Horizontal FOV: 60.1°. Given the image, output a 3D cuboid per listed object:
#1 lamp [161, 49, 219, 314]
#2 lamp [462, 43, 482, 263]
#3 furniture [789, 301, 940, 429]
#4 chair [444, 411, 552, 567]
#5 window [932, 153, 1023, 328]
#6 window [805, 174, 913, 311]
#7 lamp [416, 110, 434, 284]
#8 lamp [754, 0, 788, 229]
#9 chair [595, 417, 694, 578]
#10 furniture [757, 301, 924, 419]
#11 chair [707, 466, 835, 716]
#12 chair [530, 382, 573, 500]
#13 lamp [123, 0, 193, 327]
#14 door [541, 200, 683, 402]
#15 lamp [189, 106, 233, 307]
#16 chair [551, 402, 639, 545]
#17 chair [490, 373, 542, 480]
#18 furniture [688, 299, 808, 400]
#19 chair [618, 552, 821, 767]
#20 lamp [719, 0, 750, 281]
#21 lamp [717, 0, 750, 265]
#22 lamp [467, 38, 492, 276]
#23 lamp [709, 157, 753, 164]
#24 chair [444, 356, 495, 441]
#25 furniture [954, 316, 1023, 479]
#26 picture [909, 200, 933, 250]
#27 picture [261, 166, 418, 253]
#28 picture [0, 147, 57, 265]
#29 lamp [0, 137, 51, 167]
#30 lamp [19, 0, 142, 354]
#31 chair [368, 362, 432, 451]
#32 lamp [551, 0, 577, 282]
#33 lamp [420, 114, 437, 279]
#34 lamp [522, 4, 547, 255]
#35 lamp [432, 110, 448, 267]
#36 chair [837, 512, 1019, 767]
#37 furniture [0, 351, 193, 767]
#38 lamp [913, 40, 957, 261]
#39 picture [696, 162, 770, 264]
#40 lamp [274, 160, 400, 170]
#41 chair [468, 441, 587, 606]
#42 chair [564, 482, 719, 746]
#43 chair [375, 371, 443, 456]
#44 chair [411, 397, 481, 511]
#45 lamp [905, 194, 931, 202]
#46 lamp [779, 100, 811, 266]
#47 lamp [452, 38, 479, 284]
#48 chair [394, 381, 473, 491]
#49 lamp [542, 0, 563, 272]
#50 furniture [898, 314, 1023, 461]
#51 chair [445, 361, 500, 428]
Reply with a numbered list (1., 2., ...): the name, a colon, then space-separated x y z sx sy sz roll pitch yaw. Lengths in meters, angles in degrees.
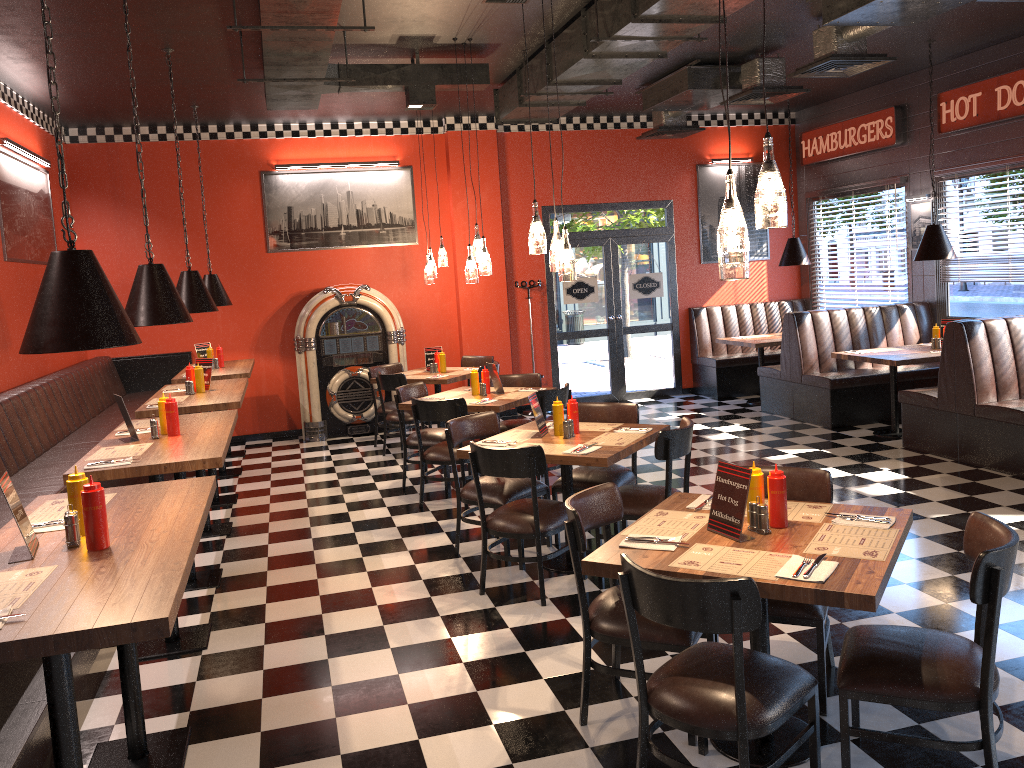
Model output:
1. lamp: -2.593 -1.576 6.940 0.382 2.036 0.383 -1 5 27
2. lamp: -0.339 -1.987 7.295 0.108 1.958 0.109 -1 6 32
3. furniture: 3.894 -0.236 9.348 1.711 1.150 0.708 -5 6 -14
4. chair: -0.110 0.644 5.694 0.544 0.864 0.488 1 7 39
5. window: 4.906 -1.360 8.667 0.127 1.707 2.034 -5 6 -14
6. window: 4.298 -1.616 10.972 0.127 1.707 2.034 -5 6 -14
7. lamp: -0.937 -2.031 9.294 0.109 1.958 0.108 -7 6 -33
8. lamp: 0.826 -1.508 2.958 0.108 1.958 0.109 -6 5 -23
9. chair: 0.802 0.653 5.151 0.544 0.864 0.488 -1 6 28
10. furniture: 3.714 -0.311 10.029 1.711 1.150 0.708 -5 6 -14
11. chair: 1.089 0.818 3.713 0.486 0.864 0.547 -1 6 25
12. chair: 0.213 0.445 7.081 0.544 0.864 0.488 0 7 34
13. lamp: -2.035 -1.342 4.825 0.382 2.036 0.383 -1 5 27
14. door: 1.322 -1.048 11.460 1.802 2.562 0.128 -5 5 -14
15. lamp: -3.163 -1.816 9.103 0.382 2.036 0.383 -1 5 27
16. chair: 0.576 0.581 5.828 0.486 0.864 0.547 -1 6 31
17. chair: 0.027 0.364 7.806 0.486 0.864 0.547 -3 6 9
18. furniture: 3.286 -0.491 11.653 1.711 1.150 0.708 -5 6 -14
19. chair: 0.658 0.956 2.861 0.486 0.864 0.546 1 7 42
20. lamp: 0.739 -1.350 3.117 0.108 1.958 0.109 -1 6 32
21. lamp: 0.706 -1.392 2.993 0.108 1.958 0.108 -6 5 -27
22. lamp: -0.279 -1.864 7.185 0.109 1.958 0.108 -7 6 -32
23. lamp: 2.899 -2.955 11.716 0.611 0.056 0.081 -6 7 -14
24. chair: -0.456 0.137 9.824 0.486 0.864 0.546 1 7 40
25. furniture: 4.502 0.019 7.043 1.711 1.150 0.708 -5 6 -14
26. picture: 4.521 -1.750 9.782 0.012 0.535 0.352 -5 6 -14
27. picture: -2.023 -2.074 10.501 1.771 0.936 0.023 -6 5 -14
28. picture: -4.361 -1.555 7.992 0.023 0.936 1.776 -5 7 -14
29. lamp: -4.365 -2.068 7.956 0.081 0.056 1.449 -5 7 -14
30. lamp: -1.542 -1.135 2.955 0.382 2.036 0.383 -1 5 27
31. chair: -1.226 0.225 9.539 0.544 0.864 0.488 1 7 40
32. lamp: 0.267 -1.580 5.151 0.108 1.958 0.109 -4 5 -3
33. lamp: -0.897 -2.078 9.175 0.108 1.958 0.109 -1 5 28
34. lamp: 0.092 -1.747 5.200 0.109 1.958 0.108 -8 6 -42
35. lamp: -0.785 -2.204 9.218 0.108 1.958 0.109 -2 5 18
36. chair: 1.380 0.898 2.943 0.544 0.864 0.488 -1 6 25
37. furniture: -3.064 0.676 5.869 1.105 1.144 8.788 -5 7 -14
38. lamp: 3.969 -2.197 8.364 0.383 2.036 0.382 -7 6 -33
39. picture: 2.952 -2.282 11.807 1.024 1.296 0.016 -5 5 -14
40. lamp: -2.050 -2.576 10.432 1.445 0.056 0.081 -6 7 -14
41. chair: 0.075 0.724 4.970 0.486 0.864 0.547 0 7 33
42. chair: 0.508 0.878 3.549 0.544 0.864 0.488 -1 6 25
43. chair: -1.059 0.289 8.958 0.546 0.864 0.487 -8 7 -39
44. chair: -0.474 0.507 6.947 0.486 0.864 0.547 -1 6 25
45. lamp: 4.468 -2.046 9.748 0.081 0.056 0.335 -5 7 -14
46. lamp: 3.363 -2.451 10.664 0.382 2.036 0.383 -1 6 34
47. lamp: -0.390 -1.792 7.146 0.108 1.958 0.109 -4 5 -3
48. chair: -0.699 0.436 7.624 0.544 0.864 0.488 -2 6 23
49. lamp: 0.219 -1.650 5.261 0.108 1.958 0.109 -1 5 28
50. furniture: 4.322 -0.056 7.724 1.711 1.150 0.708 -5 6 -14
51. chair: -0.371 0.224 9.104 0.544 0.864 0.488 -2 6 17
